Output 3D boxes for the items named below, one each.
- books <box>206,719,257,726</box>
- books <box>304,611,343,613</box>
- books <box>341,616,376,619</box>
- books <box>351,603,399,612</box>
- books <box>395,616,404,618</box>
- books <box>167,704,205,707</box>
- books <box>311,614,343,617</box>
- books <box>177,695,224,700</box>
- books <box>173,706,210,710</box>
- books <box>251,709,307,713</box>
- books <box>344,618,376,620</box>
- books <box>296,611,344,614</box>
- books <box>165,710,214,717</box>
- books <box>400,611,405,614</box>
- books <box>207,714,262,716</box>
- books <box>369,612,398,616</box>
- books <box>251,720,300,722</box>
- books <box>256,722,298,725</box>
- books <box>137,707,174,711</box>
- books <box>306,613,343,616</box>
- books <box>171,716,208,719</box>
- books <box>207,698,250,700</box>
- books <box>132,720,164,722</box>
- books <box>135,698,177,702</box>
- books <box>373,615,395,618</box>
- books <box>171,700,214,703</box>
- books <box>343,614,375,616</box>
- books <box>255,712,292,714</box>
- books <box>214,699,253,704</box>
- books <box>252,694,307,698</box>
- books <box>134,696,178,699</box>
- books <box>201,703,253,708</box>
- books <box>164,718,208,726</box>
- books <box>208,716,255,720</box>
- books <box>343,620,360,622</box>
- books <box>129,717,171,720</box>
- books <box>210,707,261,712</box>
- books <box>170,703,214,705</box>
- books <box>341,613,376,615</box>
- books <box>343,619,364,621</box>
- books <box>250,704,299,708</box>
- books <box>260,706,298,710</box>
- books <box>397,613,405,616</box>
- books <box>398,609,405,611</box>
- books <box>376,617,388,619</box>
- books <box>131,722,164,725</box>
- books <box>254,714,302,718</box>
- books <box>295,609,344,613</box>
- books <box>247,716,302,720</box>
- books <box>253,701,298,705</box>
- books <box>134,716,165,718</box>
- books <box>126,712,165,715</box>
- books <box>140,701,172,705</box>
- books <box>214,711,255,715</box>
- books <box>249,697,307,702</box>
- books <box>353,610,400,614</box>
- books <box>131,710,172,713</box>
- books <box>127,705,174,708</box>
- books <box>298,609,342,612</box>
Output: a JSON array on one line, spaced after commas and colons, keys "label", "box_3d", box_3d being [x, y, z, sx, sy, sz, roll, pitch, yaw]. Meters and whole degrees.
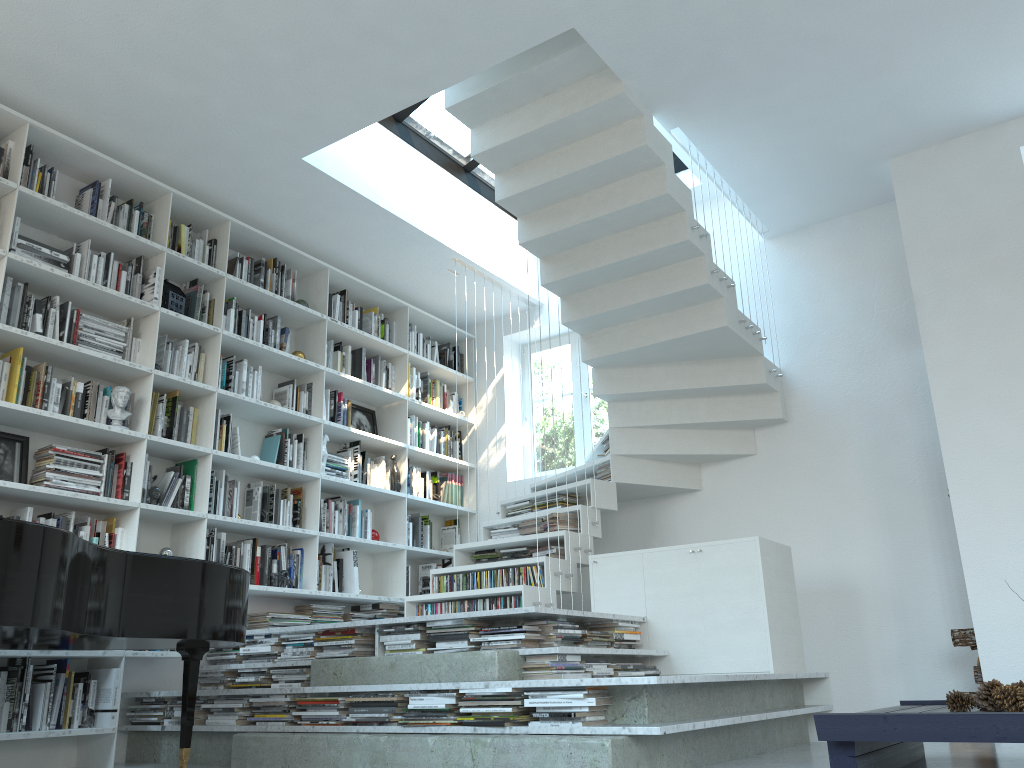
[{"label": "books", "box_3d": [-1.312, 1.607, 4.221, 0.230, 0.026, 0.178, -15, -23, 35]}, {"label": "books", "box_3d": [-1.244, 1.480, 5.740, 0.161, 0.005, 0.254, -16, -23, 36]}, {"label": "books", "box_3d": [-1.038, 1.597, 6.026, 0.207, 0.008, 0.328, -15, -23, 34]}, {"label": "books", "box_3d": [-0.942, 1.547, 6.122, 0.267, 0.035, 0.205, -14, -22, 33]}, {"label": "books", "box_3d": [-0.809, 1.678, 6.339, 0.198, 0.017, 0.354, -16, -23, 36]}, {"label": "books", "box_3d": [-1.563, 1.598, 4.417, 0.292, 0.009, 0.160, -15, -23, 34]}, {"label": "books", "box_3d": [-1.251, 1.501, 5.734, 0.159, 0.005, 0.286, -14, -22, 33]}, {"label": "books", "box_3d": [-1.558, 1.569, 4.435, 0.200, 0.018, 0.137, -16, -23, 36]}, {"label": "books", "box_3d": [-1.556, 1.614, 4.422, 0.231, 0.019, 0.143, -14, -22, 33]}, {"label": "books", "box_3d": [-1.053, 1.502, 4.075, 0.246, 0.011, 0.159, -12, -21, 28]}, {"label": "books", "box_3d": [-1.031, 1.603, 6.020, 0.208, 0.008, 0.328, -16, -23, 36]}, {"label": "books", "box_3d": [-1.245, 1.484, 5.735, 0.159, 0.005, 0.286, -12, -21, 28]}, {"label": "books", "box_3d": [-1.572, 1.628, 4.391, 0.213, 0.028, 0.191, -16, -23, 36]}, {"label": "books", "box_3d": [-0.818, 1.647, 6.354, 0.198, 0.017, 0.355, -15, -23, 34]}, {"label": "books", "box_3d": [-1.302, 1.583, 4.246, 0.300, 0.007, 0.149, -14, -22, 32]}, {"label": "books", "box_3d": [-0.932, 1.595, 6.120, 0.243, 0.015, 0.165, -15, -23, 35]}, {"label": "books", "box_3d": [-1.044, 1.544, 4.073, 0.283, 0.008, 0.140, -13, -22, 30]}, {"label": "books", "box_3d": [-1.049, 1.553, 4.063, 0.180, 0.014, 0.157, -12, -21, 29]}, {"label": "books", "box_3d": [-1.797, 1.675, 4.577, 0.258, 0.013, 0.136, -13, -22, 30]}, {"label": "books", "box_3d": [-1.251, 1.496, 5.736, 0.159, 0.005, 0.286, -13, -22, 31]}, {"label": "books", "box_3d": [-1.560, 1.652, 4.401, 0.206, 0.012, 0.148, -12, -21, 27]}, {"label": "books", "box_3d": [-1.310, 1.512, 4.260, 0.285, 0.006, 0.160, -15, -23, 34]}, {"label": "books", "box_3d": [-1.804, 1.725, 4.548, 0.233, 0.009, 0.155, -12, -21, 27]}, {"label": "books", "box_3d": [-1.804, 1.631, 4.582, 0.234, 0.014, 0.158, -13, -22, 30]}, {"label": "books", "box_3d": [-0.935, 1.610, 6.110, 0.196, 0.019, 0.173, -16, -23, 36]}, {"label": "books", "box_3d": [-1.555, 1.586, 4.433, 0.298, 0.014, 0.136, -14, -22, 33]}, {"label": "books", "box_3d": [-1.031, 1.580, 6.026, 0.206, 0.007, 0.369, -12, -21, 27]}, {"label": "books", "box_3d": [-1.042, 1.516, 4.087, 0.294, 0.008, 0.123, -15, -23, 35]}, {"label": "books", "box_3d": [-1.302, 1.527, 4.267, 0.256, 0.018, 0.130, -15, -23, 35]}, {"label": "books", "box_3d": [-1.055, 1.441, 4.094, 0.228, 0.011, 0.175, -13, -22, 31]}, {"label": "books", "box_3d": [-1.808, 1.619, 4.580, 0.269, 0.007, 0.157, -16, -23, 37]}, {"label": "books", "box_3d": [-1.315, 1.537, 4.243, 0.294, 0.015, 0.180, -13, -22, 30]}, {"label": "books", "box_3d": [-1.566, 1.669, 4.385, 0.238, 0.029, 0.189, -14, -22, 32]}, {"label": "books", "box_3d": [-1.309, 1.590, 4.232, 0.221, 0.014, 0.172, -14, -22, 33]}, {"label": "books", "box_3d": [-1.037, 1.619, 6.019, 0.207, 0.008, 0.328, -15, -23, 34]}, {"label": "books", "box_3d": [-1.809, 1.713, 4.544, 0.262, 0.012, 0.180, -15, -23, 35]}, {"label": "books", "box_3d": [-1.312, 1.554, 4.240, 0.194, 0.020, 0.171, -16, -23, 36]}, {"label": "books", "box_3d": [-1.557, 1.594, 4.426, 0.290, 0.005, 0.126, -12, -21, 27]}, {"label": "books", "box_3d": [-1.039, 1.575, 6.034, 0.206, 0.007, 0.368, -15, -23, 34]}, {"label": "books", "box_3d": [-1.040, 1.613, 6.023, 0.206, 0.007, 0.368, -13, -22, 31]}, {"label": "books", "box_3d": [-1.056, 1.479, 4.078, 0.242, 0.009, 0.170, -12, -21, 28]}, {"label": "books", "box_3d": [-1.046, 1.494, 4.089, 0.180, 0.013, 0.140, -15, -23, 35]}, {"label": "books", "box_3d": [-0.813, 1.662, 6.346, 0.200, 0.018, 0.316, -12, -21, 28]}, {"label": "books", "box_3d": [-0.823, 1.631, 6.363, 0.198, 0.017, 0.355, -14, -22, 32]}, {"label": "books", "box_3d": [-0.930, 1.626, 6.112, 0.283, 0.010, 0.169, -13, -22, 31]}, {"label": "books", "box_3d": [-1.803, 1.737, 4.545, 0.241, 0.015, 0.172, -14, -22, 32]}, {"label": "books", "box_3d": [-1.049, 1.522, 4.073, 0.205, 0.012, 0.165, -14, -22, 32]}, {"label": "books", "box_3d": [-1.246, 1.475, 5.742, 0.159, 0.005, 0.286, -12, -21, 29]}, {"label": "books", "box_3d": [-1.052, 1.532, 4.066, 0.292, 0.012, 0.160, -12, -21, 29]}, {"label": "books", "box_3d": [-1.060, 1.466, 4.077, 0.199, 0.016, 0.183, -16, -23, 36]}, {"label": "books", "box_3d": [-1.797, 1.709, 4.565, 0.291, 0.008, 0.122, -12, -21, 27]}, {"label": "books", "box_3d": [-1.811, 1.689, 4.550, 0.278, 0.012, 0.178, -12, -21, 28]}, {"label": "books", "box_3d": [-1.796, 1.649, 4.589, 0.231, 0.017, 0.133, -14, -22, 33]}, {"label": "books", "box_3d": [-1.303, 1.574, 4.248, 0.206, 0.012, 0.148, -14, -22, 33]}, {"label": "books", "box_3d": [-1.057, 1.453, 4.087, 0.253, 0.015, 0.171, -12, -21, 29]}, {"label": "books", "box_3d": [-0.933, 1.578, 6.125, 0.285, 0.012, 0.160, -12, -21, 28]}, {"label": "books", "box_3d": [-1.810, 1.680, 4.556, 0.211, 0.009, 0.188, -13, -22, 31]}, {"label": "books", "box_3d": [-1.815, 1.655, 4.557, 0.244, 0.013, 0.191, -12, -21, 28]}, {"label": "books", "box_3d": [-1.243, 1.469, 5.742, 0.161, 0.005, 0.255, -12, -21, 27]}]
